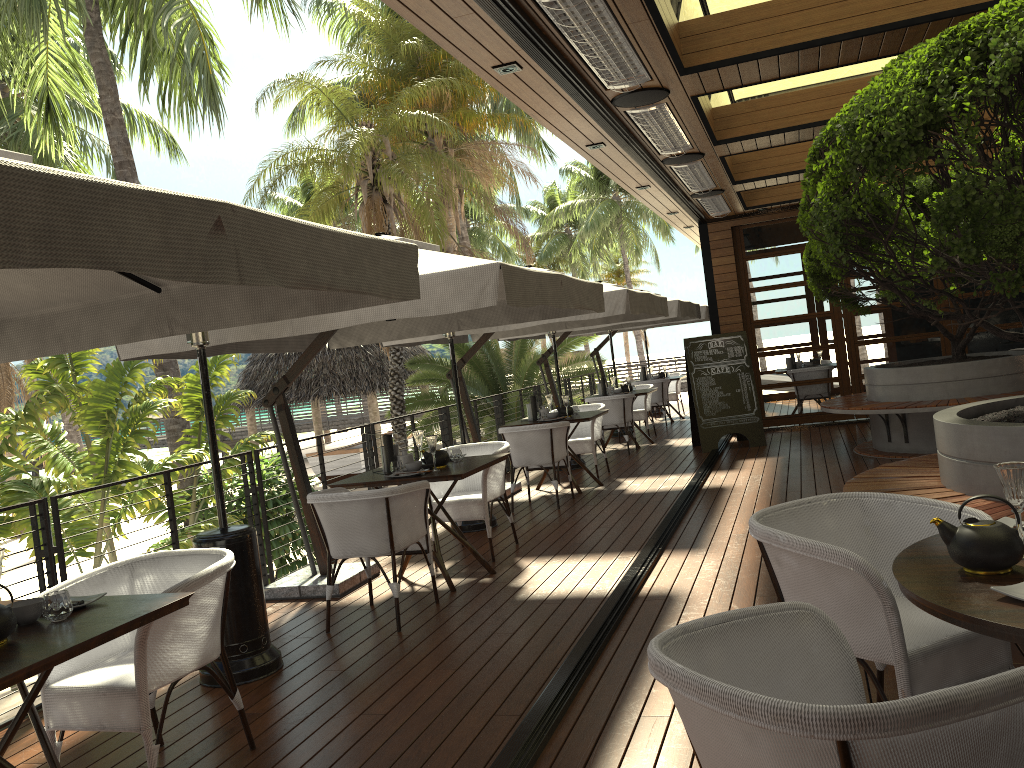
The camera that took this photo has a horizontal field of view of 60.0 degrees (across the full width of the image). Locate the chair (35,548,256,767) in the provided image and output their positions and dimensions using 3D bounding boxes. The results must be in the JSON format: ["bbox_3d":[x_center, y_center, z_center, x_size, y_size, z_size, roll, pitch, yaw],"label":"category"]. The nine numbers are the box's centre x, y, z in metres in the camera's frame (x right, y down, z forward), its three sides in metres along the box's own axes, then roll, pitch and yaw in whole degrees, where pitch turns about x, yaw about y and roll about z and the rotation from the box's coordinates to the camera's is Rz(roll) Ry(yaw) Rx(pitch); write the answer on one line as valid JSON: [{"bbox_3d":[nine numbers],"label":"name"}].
[{"bbox_3d":[-1.345,1.078,3.322,0.627,0.788,0.617,-7,1,19],"label":"chair"}]

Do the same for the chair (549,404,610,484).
[{"bbox_3d":[0.761,0.646,9.816,0.627,0.788,0.617,-7,1,19],"label":"chair"}]

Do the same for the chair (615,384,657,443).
[{"bbox_3d":[1.818,0.429,13.075,0.627,0.788,0.617,-7,1,19],"label":"chair"}]

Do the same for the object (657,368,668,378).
[{"bbox_3d":[2.635,-0.185,15.495,0.168,0.179,0.163,-7,1,16],"label":"object"}]

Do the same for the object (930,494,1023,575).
[{"bbox_3d":[1.123,0.352,2.116,0.163,0.179,0.168,-7,1,-23],"label":"object"}]

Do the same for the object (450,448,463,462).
[{"bbox_3d":[-0.378,0.484,6.034,0.086,0.086,0.086,-7,1,23],"label":"object"}]

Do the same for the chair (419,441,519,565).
[{"bbox_3d":[-0.292,0.862,6.569,0.627,0.788,0.617,-7,1,19],"label":"chair"}]

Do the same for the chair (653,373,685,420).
[{"bbox_3d":[2.867,0.214,16.309,0.627,0.788,0.617,-7,1,19],"label":"chair"}]

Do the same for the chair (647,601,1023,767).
[{"bbox_3d":[0.644,0.872,1.707,0.617,0.788,0.627,-8,1,-26],"label":"chair"}]

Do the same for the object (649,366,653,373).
[{"bbox_3d":[2.492,-0.202,15.799,0.082,0.227,0.082,-7,1,19],"label":"object"}]

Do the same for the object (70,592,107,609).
[{"bbox_3d":[-1.533,0.740,2.973,0.294,0.025,0.170,-7,2,18],"label":"object"}]

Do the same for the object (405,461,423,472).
[{"bbox_3d":[-0.630,0.536,5.700,0.116,0.065,0.116,-7,1,17],"label":"object"}]

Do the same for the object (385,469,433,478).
[{"bbox_3d":[-0.630,0.560,5.536,0.294,0.025,0.170,-7,2,18],"label":"object"}]

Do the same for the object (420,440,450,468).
[{"bbox_3d":[-0.495,0.457,5.837,0.163,0.179,0.168,-7,1,20],"label":"object"}]

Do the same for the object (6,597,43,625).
[{"bbox_3d":[-1.539,0.724,2.808,0.116,0.065,0.116,-7,1,0],"label":"object"}]

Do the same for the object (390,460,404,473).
[{"bbox_3d":[-0.741,0.538,5.714,0.086,0.086,0.086,-7,1,23],"label":"object"}]

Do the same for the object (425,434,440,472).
[{"bbox_3d":[-0.497,0.437,5.606,0.082,0.227,0.082,-7,1,19],"label":"object"}]

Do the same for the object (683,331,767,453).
[{"bbox_3d":[2.596,0.081,10.994,0.768,1.397,0.772,-7,1,3],"label":"object"}]

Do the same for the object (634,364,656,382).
[{"bbox_3d":[2.348,-0.193,15.587,0.264,0.264,0.263,-8,1,-27],"label":"object"}]

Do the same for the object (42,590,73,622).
[{"bbox_3d":[-1.430,0.700,2.789,0.086,0.086,0.086,-7,1,19],"label":"object"}]

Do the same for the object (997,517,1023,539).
[{"bbox_3d":[1.300,0.402,2.366,0.295,0.025,0.170,-8,2,-26],"label":"object"}]

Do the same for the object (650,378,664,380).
[{"bbox_3d":[2.501,-0.082,15.191,0.294,0.025,0.170,-7,2,18],"label":"object"}]

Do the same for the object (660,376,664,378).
[{"bbox_3d":[2.596,-0.106,15.325,0.080,0.042,0.080,-7,1,-13],"label":"object"}]

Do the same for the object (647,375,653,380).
[{"bbox_3d":[2.390,-0.104,15.369,0.086,0.086,0.086,-7,1,23],"label":"object"}]

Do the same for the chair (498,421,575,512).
[{"bbox_3d":[0.241,0.751,8.291,0.627,0.788,0.617,-7,1,19],"label":"chair"}]

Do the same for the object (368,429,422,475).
[{"bbox_3d":[-0.783,0.449,5.932,0.264,0.264,0.263,-8,1,-27],"label":"object"}]

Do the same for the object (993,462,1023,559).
[{"bbox_3d":[1.240,0.309,2.176,0.082,0.227,0.082,-8,1,-37],"label":"object"}]

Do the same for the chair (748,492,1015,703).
[{"bbox_3d":[1.135,0.783,2.777,0.628,0.788,0.616,-8,1,-26],"label":"chair"}]

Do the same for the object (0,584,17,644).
[{"bbox_3d":[-1.547,0.673,2.592,0.163,0.179,0.168,-7,1,20],"label":"object"}]

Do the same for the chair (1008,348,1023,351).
[{"bbox_3d":[6.103,-0.030,10.198,0.628,0.788,0.616,-8,1,-41],"label":"chair"}]

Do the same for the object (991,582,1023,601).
[{"bbox_3d":[1.156,0.435,1.798,0.170,0.025,0.294,-8,2,-21],"label":"object"}]

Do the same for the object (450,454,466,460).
[{"bbox_3d":[-0.481,0.524,6.217,0.294,0.025,0.170,-7,2,18],"label":"object"}]

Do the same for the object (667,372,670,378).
[{"bbox_3d":[2.753,-0.158,15.689,0.086,0.086,0.086,-7,1,23],"label":"object"}]

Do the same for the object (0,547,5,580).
[{"bbox_3d":[-1.691,0.656,2.900,0.082,0.227,0.082,-7,1,19],"label":"object"}]

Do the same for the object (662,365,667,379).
[{"bbox_3d":[2.634,-0.205,15.261,0.082,0.227,0.082,-7,1,19],"label":"object"}]

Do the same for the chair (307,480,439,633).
[{"bbox_3d":[-0.794,0.963,5.100,0.627,0.788,0.617,-7,1,19],"label":"chair"}]

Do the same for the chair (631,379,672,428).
[{"bbox_3d":[2.350,0.318,14.795,0.627,0.788,0.617,-7,1,19],"label":"chair"}]

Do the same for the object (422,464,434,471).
[{"bbox_3d":[-0.535,0.536,5.670,0.080,0.042,0.080,-8,1,-20],"label":"object"}]

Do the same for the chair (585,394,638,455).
[{"bbox_3d":[1.316,0.530,11.607,0.627,0.788,0.617,-7,1,19],"label":"chair"}]
